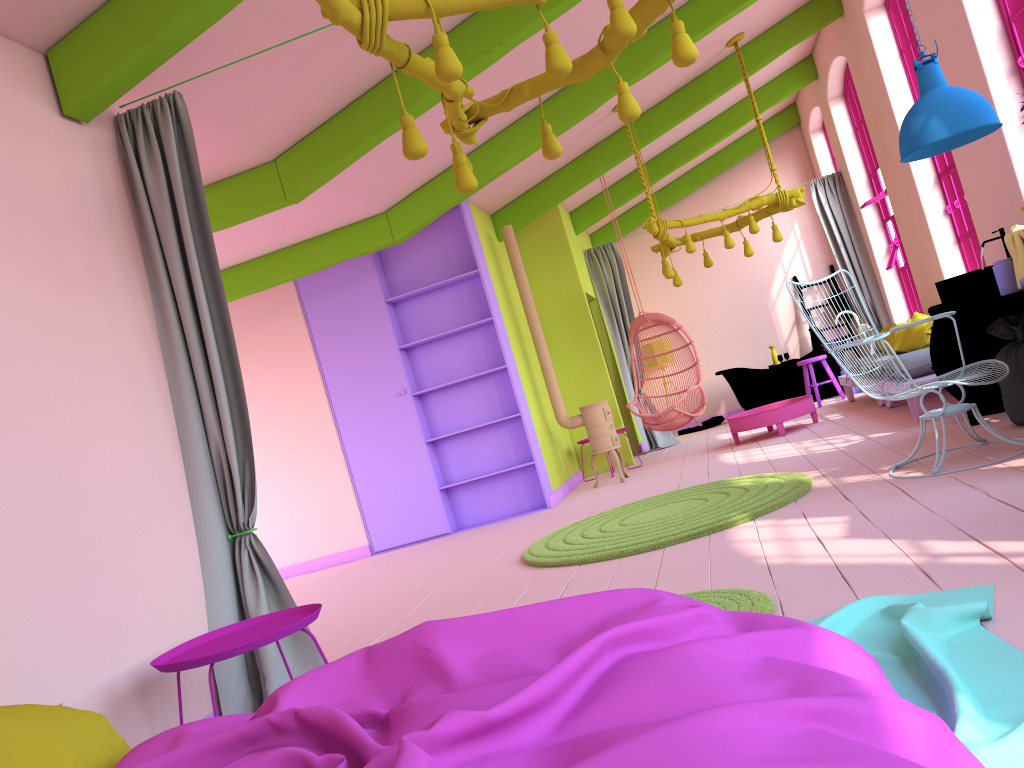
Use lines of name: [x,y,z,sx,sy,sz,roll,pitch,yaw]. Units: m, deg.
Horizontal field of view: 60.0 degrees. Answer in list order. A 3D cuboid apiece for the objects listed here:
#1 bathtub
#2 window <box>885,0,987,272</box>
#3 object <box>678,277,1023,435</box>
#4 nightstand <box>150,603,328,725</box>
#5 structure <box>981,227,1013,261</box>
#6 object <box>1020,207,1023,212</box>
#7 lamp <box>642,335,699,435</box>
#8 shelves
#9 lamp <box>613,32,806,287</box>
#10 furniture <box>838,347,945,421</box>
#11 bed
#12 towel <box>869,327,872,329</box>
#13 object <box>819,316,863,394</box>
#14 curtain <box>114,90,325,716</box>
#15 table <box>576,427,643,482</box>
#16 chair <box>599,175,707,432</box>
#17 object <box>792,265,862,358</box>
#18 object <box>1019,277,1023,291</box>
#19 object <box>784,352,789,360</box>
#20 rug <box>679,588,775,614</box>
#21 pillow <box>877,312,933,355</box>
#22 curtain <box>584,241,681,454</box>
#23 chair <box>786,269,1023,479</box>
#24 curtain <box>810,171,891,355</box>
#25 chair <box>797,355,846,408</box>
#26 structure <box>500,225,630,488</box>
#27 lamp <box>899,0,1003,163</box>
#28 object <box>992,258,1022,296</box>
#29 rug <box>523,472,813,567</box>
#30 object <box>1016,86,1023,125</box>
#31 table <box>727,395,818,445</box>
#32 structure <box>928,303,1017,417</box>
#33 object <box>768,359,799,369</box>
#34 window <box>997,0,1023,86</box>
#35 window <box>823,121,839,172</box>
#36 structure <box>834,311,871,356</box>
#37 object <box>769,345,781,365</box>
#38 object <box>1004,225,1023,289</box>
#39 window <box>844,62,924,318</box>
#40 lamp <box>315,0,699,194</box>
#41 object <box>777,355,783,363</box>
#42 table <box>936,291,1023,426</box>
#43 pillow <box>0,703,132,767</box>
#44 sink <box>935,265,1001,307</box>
bathtub: [3.799,-0.070,12.102,1.890,0.740,0.826,-17,-2,12]
window: [3.651,-2.133,7.441,0.072,3.046,1.274,-17,-2,12]
object: [2.755,-0.313,9.269,2.829,1.579,7.862,-17,-2,13]
nightstand: [-0.898,1.090,3.111,0.595,0.458,0.597,-15,-2,-40]
structure: [3.043,-0.762,5.525,0.167,0.396,0.087,-17,-2,22]
object: [2.524,-0.670,4.196,0.116,0.383,0.116,-16,-2,-14]
lamp: [2.268,0.015,13.083,0.492,1.466,0.476,-18,-2,42]
shelves: [-0.899,-0.056,8.640,1.843,3.103,0.384,-17,-2,12]
lamp: [1.781,-2.201,9.194,1.610,2.264,1.777,-16,-2,-6]
furniture: [3.803,-0.088,8.572,0.908,0.507,3.774,-17,-2,12]
bed: [-0.251,0.813,1.380,2.804,0.513,3.575,-17,-2,12]
towel: [4.929,-0.819,11.937,0.262,0.102,0.247,-17,-2,13]
object: [4.167,-0.342,11.230,0.277,0.987,0.452,-15,-2,-33]
curtain: [-1.350,0.039,3.871,0.518,2.784,0.525,-16,-2,-7]
table: [1.065,0.781,9.857,0.595,0.458,0.597,-15,-2,-40]
chair: [1.354,-0.999,9.729,0.861,3.129,0.805,-17,-2,32]
object: [4.557,-0.792,12.661,0.604,1.764,0.410,-17,-2,12]
object: [2.723,-0.536,4.615,0.137,0.076,0.076,-17,-2,32]
object: [3.749,-0.340,12.071,0.069,0.170,0.069,-17,-2,32]
rug: [0.560,0.900,3.265,0.792,0.021,0.793,-16,-2,-5]
pillow: [3.876,-0.486,8.626,0.578,0.399,1.996,-17,-2,12]
curtain: [1.502,-0.505,11.518,0.518,2.784,0.525,-16,-2,-7]
chair: [2.267,-0.156,4.989,1.077,1.238,0.926,-15,-2,-43]
curtain: [4.267,-1.276,10.877,0.519,2.784,0.524,-17,-2,31]
chair: [3.776,-0.029,10.977,0.472,0.593,0.447,-16,-2,-19]
structure: [0.580,-0.333,9.064,0.578,2.813,0.403,-17,-2,30]
lamp: [2.151,-2.291,4.943,0.529,2.001,0.528,-18,-2,44]
object: [2.815,-0.611,5.047,0.109,0.197,0.109,-16,-2,5]
rug: [0.987,0.862,5.773,1.889,0.050,1.889,-16,-2,0]
object: [2.685,-1.011,4.093,0.440,0.950,0.503,-15,-2,-28]
table: [2.685,0.374,9.127,0.887,0.285,0.884,-18,-3,38]
structure: [3.370,-0.222,6.329,0.717,0.844,0.719,-16,-2,-20]
object: [3.710,-0.264,12.116,0.360,0.068,1.323,-17,-2,12]
window: [3.133,-2.067,5.037,0.493,3.002,1.497,-17,-2,12]
window: [4.582,-2.239,11.700,0.072,3.046,1.274,-17,-2,12]
structure: [4.688,-0.498,11.873,0.253,1.061,0.452,-15,-2,-34]
object: [3.592,-0.369,12.106,0.097,0.320,0.097,-17,-2,24]
object: [2.956,-0.746,4.829,0.444,0.369,0.633,-17,-2,12]
window: [4.178,-2.183,9.836,0.551,3.008,1.513,-17,-2,12]
lamp: [-0.151,-2.048,3.947,1.610,2.264,1.777,-16,-2,-6]
object: [3.621,-0.308,11.933,0.069,0.170,0.069,-17,-2,32]
table: [3.049,-0.176,4.855,0.655,0.820,2.192,-17,-2,12]
pillow: [-1.371,0.968,1.367,0.848,0.822,2.618,-16,-2,2]
sink: [2.891,-0.614,5.538,0.340,0.194,0.609,-17,-2,12]
